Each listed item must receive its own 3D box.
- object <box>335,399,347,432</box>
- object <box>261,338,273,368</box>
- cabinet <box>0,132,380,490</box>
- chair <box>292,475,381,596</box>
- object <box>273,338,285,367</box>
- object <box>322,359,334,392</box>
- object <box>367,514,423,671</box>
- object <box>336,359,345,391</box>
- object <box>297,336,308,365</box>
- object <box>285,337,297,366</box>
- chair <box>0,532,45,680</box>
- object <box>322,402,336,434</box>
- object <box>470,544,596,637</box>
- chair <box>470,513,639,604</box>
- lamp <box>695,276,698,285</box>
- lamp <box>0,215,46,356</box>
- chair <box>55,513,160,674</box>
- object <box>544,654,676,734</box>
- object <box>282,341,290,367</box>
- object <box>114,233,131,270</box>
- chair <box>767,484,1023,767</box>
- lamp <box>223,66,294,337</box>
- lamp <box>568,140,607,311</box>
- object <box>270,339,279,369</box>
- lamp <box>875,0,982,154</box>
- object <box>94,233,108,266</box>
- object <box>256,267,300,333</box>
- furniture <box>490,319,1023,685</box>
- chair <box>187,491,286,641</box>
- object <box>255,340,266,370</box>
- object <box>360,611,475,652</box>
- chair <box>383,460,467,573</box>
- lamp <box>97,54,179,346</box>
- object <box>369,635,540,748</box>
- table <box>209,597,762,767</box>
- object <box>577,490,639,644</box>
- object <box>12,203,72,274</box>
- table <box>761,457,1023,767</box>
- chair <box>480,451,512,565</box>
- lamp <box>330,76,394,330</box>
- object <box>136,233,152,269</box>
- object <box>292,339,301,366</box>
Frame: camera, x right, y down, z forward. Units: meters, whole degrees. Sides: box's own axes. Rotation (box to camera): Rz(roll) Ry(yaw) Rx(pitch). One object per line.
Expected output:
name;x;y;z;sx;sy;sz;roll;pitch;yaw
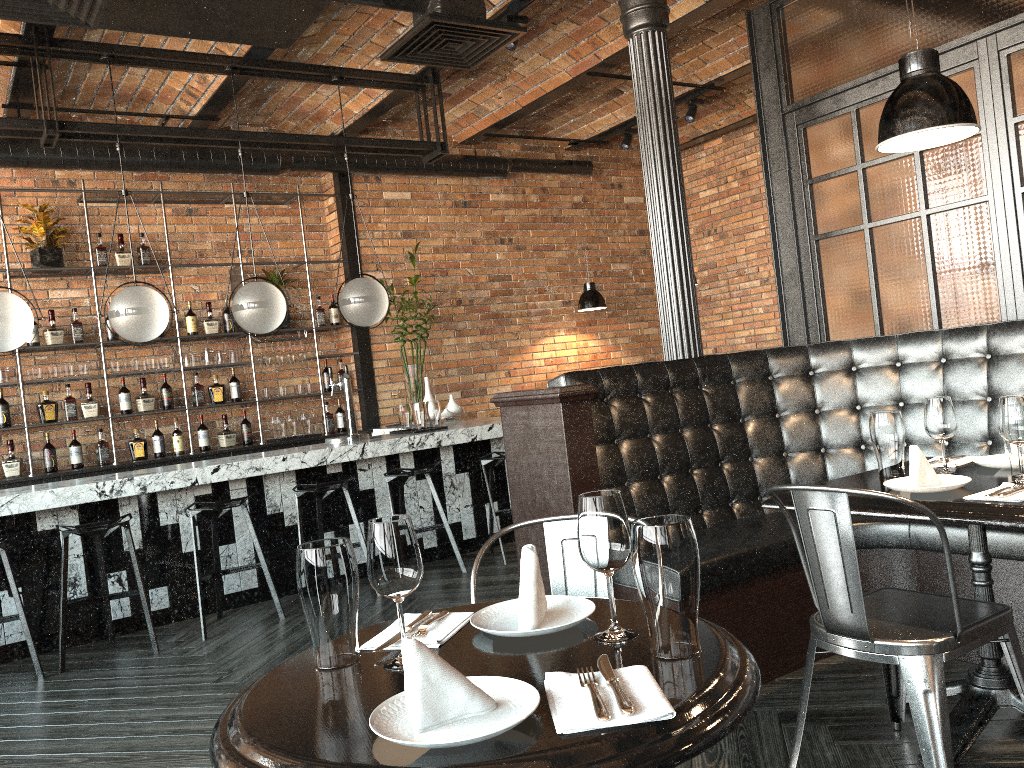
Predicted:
object;-1.530;0.280;7.911;0.086;0.298;0.086;-6;0;16
object;-2.069;-0.257;7.470;0.092;0.244;0.092;-7;0;6
cabinet;-4.242;-0.177;6.112;7.075;3.779;0.564;-7;1;-33
chair;-1.119;0.936;5.385;0.475;0.737;0.414;-7;1;-28
object;-1.978;-0.268;7.530;0.092;0.244;0.092;-7;0;6
object;-1.636;-0.075;7.853;0.086;0.299;0.086;-6;0;16
object;-0.191;0.346;1.484;0.092;0.244;0.092;-7;1;-34
object;-1.520;-0.080;7.925;0.083;0.282;0.083;-7;0;-23
object;-1.809;-0.289;7.641;0.092;0.244;0.092;-7;0;6
object;-1.895;-0.278;7.585;0.092;0.244;0.092;-7;0;6
chair;-2.649;1.120;4.377;0.475;0.737;0.414;-7;1;-38
object;-1.626;0.299;7.831;0.083;0.282;0.083;-6;1;42
object;0.033;0.378;1.636;0.232;0.139;0.232;-6;1;27
chair;0.108;0.762;1.965;0.504;0.857;0.558;-6;0;22
lamp;1.260;-1.604;7.137;0.291;1.653;0.291;-6;0;12
lamp;-2.930;-1.027;4.927;0.340;1.754;0.340;-6;0;13
chair;-2.166;1.062;4.695;0.475;0.737;0.414;-7;0;-23
object;0.127;0.425;1.246;0.157;0.019;0.255;-7;0;-3
object;-1.985;-0.269;7.723;0.092;0.244;0.092;-7;0;6
object;-3.069;-1.043;6.983;0.123;0.279;0.123;-7;1;-30
chair;1.037;0.651;2.380;0.558;0.857;0.504;-7;1;-33
lamp;-1.713;-1.173;5.730;0.340;1.754;0.340;-6;0;13
lamp;0.691;-1.551;8.672;0.291;1.653;0.291;-6;1;32
object;-2.067;-0.259;7.668;0.092;0.244;0.092;-7;0;6
lamp;1.161;-1.557;2.674;0.291;1.653;0.291;-6;0;12
object;-3.198;-1.030;6.897;0.083;0.282;0.083;-7;1;-33
object;-2.007;-0.734;7.610;0.398;0.560;0.374;-6;1;29
furniture;2.275;0.334;1.940;1.979;1.212;5.451;-7;1;-33
chair;-1.634;0.998;5.046;0.475;0.737;0.414;-7;1;-38
object;-2.159;-0.248;7.608;0.092;0.244;0.092;-7;0;6
object;-0.179;0.458;1.647;0.157;0.019;0.255;-6;0;17
chair;-0.634;0.878;5.704;0.475;0.737;0.414;-7;1;-38
lamp;-2.321;-1.100;5.329;0.340;1.754;0.340;-6;0;13
object;-0.082;0.395;1.205;0.232;0.139;0.232;-6;0;11
table;-0.001;0.829;1.453;0.866;0.758;0.866;-6;0;20
object;0.161;0.305;1.496;0.092;0.244;0.092;-7;1;-34
object;-3.555;-1.109;6.713;0.425;0.526;0.430;-7;1;-31
table;1.421;0.655;2.666;0.872;0.758;0.872;-7;1;-33
chair;-0.050;0.807;6.089;0.475;0.737;0.414;-7;1;-43
lamp;-1.104;-1.247;6.131;0.340;1.754;0.340;-6;0;13
object;-2.937;-1.062;7.068;0.083;0.282;0.083;-6;1;42
object;-1.899;-0.279;7.779;0.092;0.244;0.092;-7;0;6
